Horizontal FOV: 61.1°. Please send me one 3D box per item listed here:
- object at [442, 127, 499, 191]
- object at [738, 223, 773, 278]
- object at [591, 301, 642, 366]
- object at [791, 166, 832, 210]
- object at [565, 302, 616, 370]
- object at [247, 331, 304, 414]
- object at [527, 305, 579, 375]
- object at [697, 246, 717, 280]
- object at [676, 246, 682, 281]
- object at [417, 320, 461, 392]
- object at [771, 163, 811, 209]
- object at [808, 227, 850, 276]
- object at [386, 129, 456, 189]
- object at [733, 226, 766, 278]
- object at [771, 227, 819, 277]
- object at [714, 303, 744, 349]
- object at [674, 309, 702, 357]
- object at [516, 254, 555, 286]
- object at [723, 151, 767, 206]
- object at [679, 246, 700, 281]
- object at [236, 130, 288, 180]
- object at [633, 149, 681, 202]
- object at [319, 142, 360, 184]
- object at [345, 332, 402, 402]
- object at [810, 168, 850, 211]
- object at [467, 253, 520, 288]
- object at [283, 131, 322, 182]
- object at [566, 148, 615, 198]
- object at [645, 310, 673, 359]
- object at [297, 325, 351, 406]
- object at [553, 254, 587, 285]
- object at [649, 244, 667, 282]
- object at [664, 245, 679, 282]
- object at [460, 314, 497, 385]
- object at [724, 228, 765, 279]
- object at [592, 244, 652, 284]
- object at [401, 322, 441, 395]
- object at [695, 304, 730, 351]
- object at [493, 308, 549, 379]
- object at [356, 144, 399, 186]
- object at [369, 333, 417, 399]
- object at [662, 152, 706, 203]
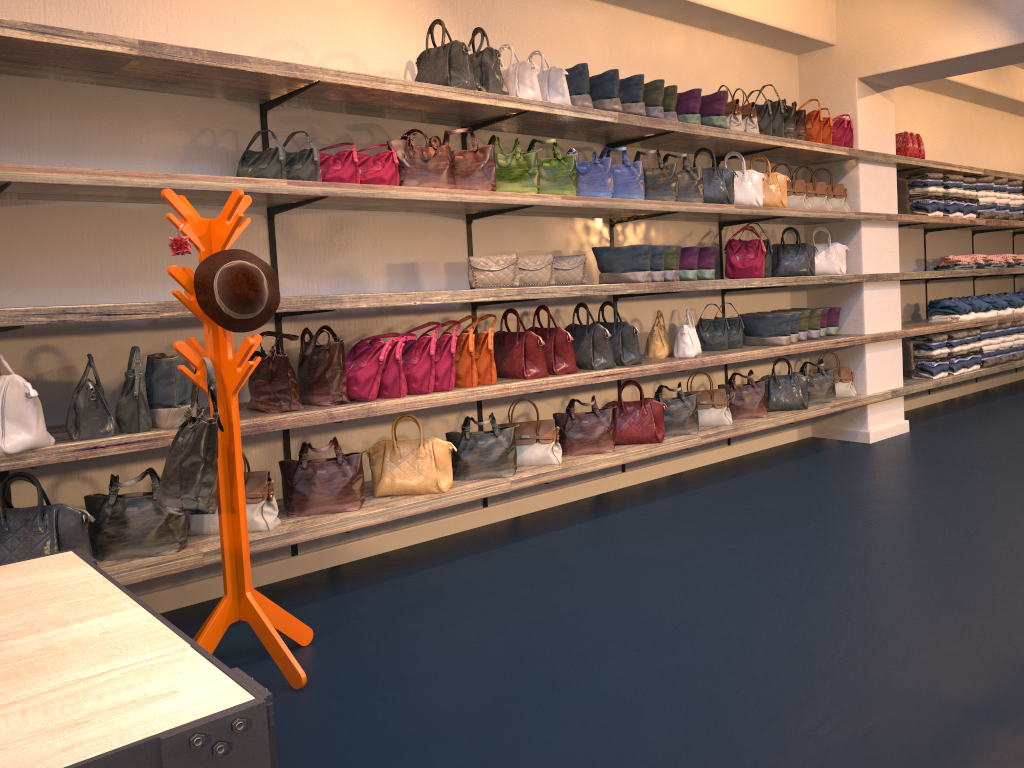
[{"bbox_3d":[-0.257,-1.123,4.385,0.364,0.337,0.224,-1,4,12],"label":"object"},{"bbox_3d":[1.766,-0.978,6.364,0.280,0.409,0.142,-1,4,17],"label":"object"},{"bbox_3d":[0.610,-0.309,5.224,0.390,0.384,0.210,2,6,42],"label":"object"},{"bbox_3d":[2.245,-1.486,6.641,0.386,0.366,0.177,-3,4,-2],"label":"object"},{"bbox_3d":[0.439,-0.283,5.049,0.210,0.384,0.390,-6,6,-39],"label":"object"},{"bbox_3d":[-1.021,-0.060,3.764,0.235,0.337,0.347,-5,6,-33],"label":"object"},{"bbox_3d":[0.205,-0.252,4.855,0.210,0.384,0.390,-6,6,-42],"label":"object"},{"bbox_3d":[1.226,-0.821,5.977,0.387,0.235,0.192,1,6,30],"label":"object"},{"bbox_3d":[0.925,-0.776,5.680,0.389,0.235,0.191,1,6,28],"label":"object"},{"bbox_3d":[-0.377,-0.133,4.243,0.279,0.341,0.240,-3,4,-10],"label":"object"},{"bbox_3d":[2.016,-1.454,6.441,0.386,0.366,0.177,-3,4,-2],"label":"object"},{"bbox_3d":[2.446,-1.042,6.838,0.426,0.384,0.193,-2,4,0],"label":"object"},{"bbox_3d":[-0.431,-1.084,4.248,0.173,0.304,0.406,1,6,39],"label":"object"},{"bbox_3d":[1.676,-0.946,6.230,0.267,0.384,0.215,-4,4,-19],"label":"object"},{"bbox_3d":[2.149,-1.011,6.664,0.438,0.384,0.187,-3,4,-10],"label":"object"},{"bbox_3d":[1.498,-0.400,6.035,0.234,0.328,0.110,-2,4,2],"label":"object"},{"bbox_3d":[1.139,-0.334,5.634,0.147,0.308,0.358,-1,5,20],"label":"object"},{"bbox_3d":[0.108,-0.624,4.755,0.287,0.175,0.097,-5,5,-25],"label":"object"},{"bbox_3d":[1.534,-1.394,5.940,0.434,0.384,0.189,-3,4,-6],"label":"object"},{"bbox_3d":[1.069,-0.797,5.817,0.392,0.235,0.189,0,5,23],"label":"object"},{"bbox_3d":[-1.124,-0.996,3.870,0.273,0.275,0.146,1,5,31],"label":"object"},{"bbox_3d":[0.846,-1.270,5.325,0.362,0.337,0.225,-1,4,14],"label":"object"},{"bbox_3d":[-0.834,-1.005,4.003,0.258,0.242,0.210,-4,5,-13],"label":"object"},{"bbox_3d":[-0.662,-0.075,3.985,0.336,0.299,0.265,-4,5,-13],"label":"object"},{"bbox_3d":[2.452,-1.514,6.822,0.386,0.366,0.177,-3,4,-2],"label":"object"},{"bbox_3d":[-0.095,-0.586,4.493,0.280,0.175,0.100,-4,4,-14],"label":"object"},{"bbox_3d":[-0.985,-1.008,3.928,0.273,0.275,0.146,1,5,31],"label":"object"},{"bbox_3d":[0.418,-1.200,4.990,0.390,0.304,0.181,-4,4,-13],"label":"object"},{"bbox_3d":[0.947,-0.324,5.610,0.147,0.308,0.358,-1,5,20],"label":"object"},{"bbox_3d":[-0.855,-0.087,3.888,0.177,0.354,0.315,-6,6,-40],"label":"object"},{"bbox_3d":[0.307,-0.661,5.014,0.286,0.175,0.098,-5,5,-23],"label":"object"},{"bbox_3d":[0.759,-0.731,5.319,0.395,0.231,0.188,0,5,21],"label":"object"},{"bbox_3d":[0.866,-0.752,5.489,0.392,0.235,0.189,0,5,23],"label":"object"},{"bbox_3d":[-0.193,-0.173,4.464,0.240,0.360,0.225,-2,4,11],"label":"object"},{"bbox_3d":[1.623,-0.916,6.084,0.259,0.360,0.209,-4,4,-16],"label":"object"},{"bbox_3d":[0.660,-0.709,5.163,0.387,0.231,0.192,1,6,30],"label":"object"},{"bbox_3d":[-0.469,-0.120,4.163,0.279,0.341,0.240,-3,4,-10],"label":"object"},{"bbox_3d":[1.366,-0.382,5.915,0.234,0.328,0.110,-2,4,2],"label":"object"},{"bbox_3d":[0.028,-0.219,4.698,0.391,0.384,0.210,2,6,41],"label":"object"},{"bbox_3d":[-0.663,-1.020,4.074,0.259,0.242,0.208,-4,5,-16],"label":"object"},{"bbox_3d":[-0.593,-0.083,4.081,0.244,0.297,0.261,-1,5,15],"label":"object"},{"bbox_3d":[1.053,-1.297,5.500,0.379,0.337,0.216,-3,4,-2],"label":"object"}]
